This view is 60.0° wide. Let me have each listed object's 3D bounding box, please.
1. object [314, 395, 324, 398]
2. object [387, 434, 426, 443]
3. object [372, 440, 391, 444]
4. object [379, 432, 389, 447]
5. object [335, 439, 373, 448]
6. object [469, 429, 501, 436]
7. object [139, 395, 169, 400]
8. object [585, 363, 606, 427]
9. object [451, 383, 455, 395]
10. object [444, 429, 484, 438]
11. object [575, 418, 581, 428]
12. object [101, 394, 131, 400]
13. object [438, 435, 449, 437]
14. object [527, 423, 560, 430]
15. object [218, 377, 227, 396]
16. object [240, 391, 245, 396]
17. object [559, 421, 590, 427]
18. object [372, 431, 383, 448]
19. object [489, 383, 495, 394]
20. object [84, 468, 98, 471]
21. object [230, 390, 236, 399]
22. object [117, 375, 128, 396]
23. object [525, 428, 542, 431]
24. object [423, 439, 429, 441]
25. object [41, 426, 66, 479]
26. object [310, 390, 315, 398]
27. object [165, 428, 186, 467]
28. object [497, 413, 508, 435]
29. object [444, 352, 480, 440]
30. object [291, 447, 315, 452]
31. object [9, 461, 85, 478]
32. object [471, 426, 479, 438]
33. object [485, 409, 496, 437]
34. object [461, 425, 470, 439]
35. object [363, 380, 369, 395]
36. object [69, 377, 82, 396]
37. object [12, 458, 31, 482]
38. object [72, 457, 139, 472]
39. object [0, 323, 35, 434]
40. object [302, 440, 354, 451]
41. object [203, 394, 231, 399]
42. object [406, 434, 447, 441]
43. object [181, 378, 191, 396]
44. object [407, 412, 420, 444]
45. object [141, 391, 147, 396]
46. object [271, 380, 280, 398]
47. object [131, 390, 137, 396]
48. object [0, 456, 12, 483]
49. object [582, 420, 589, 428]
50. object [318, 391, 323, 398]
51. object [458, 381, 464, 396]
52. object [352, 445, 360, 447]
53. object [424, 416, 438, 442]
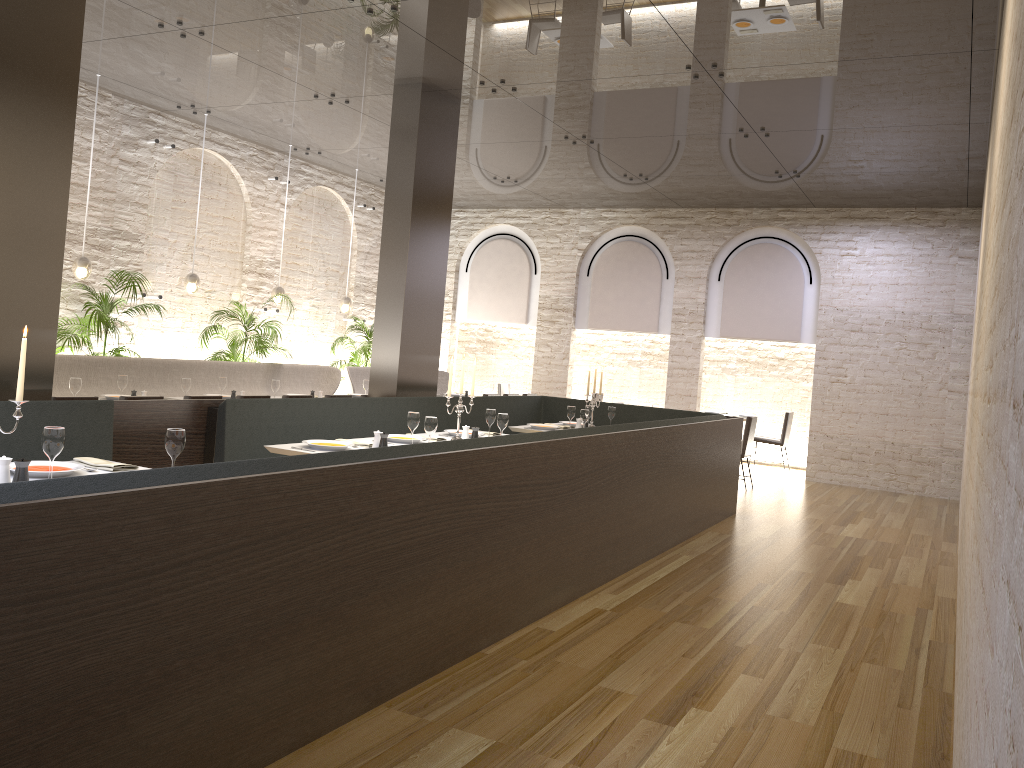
[{"bbox_3d":[-2.189,0.150,10.099,0.273,0.033,0.142,6,2,27],"label":"object"},{"bbox_3d":[-0.764,0.389,6.222,0.321,0.036,0.322,3,3,-43],"label":"object"},{"bbox_3d":[-0.872,0.396,6.029,0.185,0.010,0.017,6,2,27],"label":"object"},{"bbox_3d":[-0.804,0.365,5.547,0.068,0.127,0.069,5,0,-32],"label":"object"},{"bbox_3d":[-1.007,0.390,5.804,0.273,0.033,0.142,6,2,27],"label":"object"},{"bbox_3d":[-0.245,0.402,7.303,0.273,0.033,0.142,6,2,27],"label":"object"},{"bbox_3d":[-3.245,0.133,8.022,0.273,0.033,0.142,6,2,27],"label":"object"},{"bbox_3d":[0.784,0.125,8.501,0.132,0.657,0.389,4,0,38],"label":"object"},{"bbox_3d":[-0.808,0.100,11.811,0.086,0.231,0.086,5,0,-33],"label":"object"},{"bbox_3d":[-0.379,0.395,6.979,0.322,0.036,0.321,5,2,23],"label":"object"},{"bbox_3d":[0.636,0.387,8.442,0.068,0.127,0.069,5,0,-21],"label":"object"},{"bbox_3d":[-3.415,0.122,7.726,0.322,0.036,0.321,5,2,9],"label":"object"},{"bbox_3d":[-0.483,0.403,6.795,0.185,0.010,0.017,6,2,27],"label":"object"},{"bbox_3d":[0.296,0.406,8.307,0.321,0.036,0.322,5,2,3],"label":"object"},{"bbox_3d":[-2.780,0.049,8.491,0.086,0.231,0.086,5,0,-21],"label":"object"},{"bbox_3d":[-2.617,0.118,8.598,0.059,0.109,0.059,5,0,19],"label":"object"},{"bbox_3d":[0.634,0.411,8.971,0.322,0.036,0.321,5,2,23],"label":"object"},{"bbox_3d":[-0.854,0.359,5.628,0.068,0.127,0.069,5,0,-40],"label":"object"},{"bbox_3d":[-0.297,0.108,12.815,0.086,0.231,0.086,5,0,-33],"label":"object"},{"bbox_3d":[-1.919,0.377,3.968,0.181,0.015,0.038,6,2,28],"label":"object"},{"bbox_3d":[-2.700,0.112,8.589,0.059,0.109,0.059,5,0,19],"label":"object"},{"bbox_3d":[-3.294,0.040,7.480,0.086,0.231,0.086,5,0,-15],"label":"object"},{"bbox_3d":[0.194,0.414,8.127,0.185,0.010,0.017,6,2,27],"label":"object"},{"bbox_3d":[-0.676,0.397,6.413,0.181,0.015,0.038,6,2,28],"label":"object"},{"bbox_3d":[-1.847,0.289,3.557,0.086,0.231,0.086,5,0,39],"label":"object"},{"bbox_3d":[-2.170,0.121,9.632,0.059,0.109,0.059,5,0,19],"label":"object"},{"bbox_3d":[-1.465,0.311,3.840,0.086,0.231,0.086,5,0,39],"label":"object"},{"bbox_3d":[-0.075,0.334,6.574,0.086,0.231,0.086,5,0,39],"label":"object"},{"bbox_3d":[-0.363,0.107,6.244,0.132,0.657,0.389,4,0,38],"label":"object"},{"bbox_3d":[-1.245,0.390,5.296,0.185,0.010,0.017,6,2,27],"label":"object"},{"bbox_3d":[-2.003,0.368,3.784,0.321,0.036,0.322,3,3,-43],"label":"object"},{"bbox_3d":[-0.274,0.375,6.548,0.069,0.127,0.068,5,0,21],"label":"object"},{"bbox_3d":[-0.173,0.313,6.947,0.086,0.231,0.086,5,0,39],"label":"object"},{"bbox_3d":[-0.346,0.368,6.588,0.069,0.127,0.068,5,0,21],"label":"object"},{"bbox_3d":[-1.736,0.066,10.546,0.086,0.231,0.086,5,0,-33],"label":"object"},{"bbox_3d":[-3.282,0.069,6.649,0.086,0.231,0.086,5,0,-21],"label":"object"},{"bbox_3d":[-1.889,0.348,3.411,0.069,0.127,0.068,5,0,21],"label":"object"},{"bbox_3d":[-1.877,0.369,4.092,0.273,0.033,0.142,6,2,27],"label":"object"},{"bbox_3d":[-1.923,0.081,3.176,0.132,0.657,0.389,4,0,38],"label":"object"},{"bbox_3d":[-1.138,0.382,5.485,0.322,0.036,0.321,6,2,25],"label":"object"},{"bbox_3d":[-2.890,0.130,8.760,0.322,0.036,0.321,5,2,5],"label":"object"},{"bbox_3d":[-0.634,0.396,6.538,0.273,0.033,0.142,6,2,27],"label":"object"},{"bbox_3d":[-2.863,0.066,7.768,0.086,0.231,0.086,5,0,33],"label":"object"},{"bbox_3d":[-0.671,0.305,5.967,0.086,0.231,0.086,5,0,27],"label":"object"},{"bbox_3d":[-3.143,0.110,7.563,0.059,0.109,0.059,5,0,19],"label":"object"},{"bbox_3d":[-2.349,0.074,8.779,0.086,0.231,0.086,5,0,-21],"label":"object"},{"bbox_3d":[-3.226,0.103,7.555,0.059,0.109,0.059,5,0,19],"label":"object"},{"bbox_3d":[-1.969,0.341,3.425,0.069,0.127,0.068,5,0,21],"label":"object"},{"bbox_3d":[0.696,0.394,8.384,0.068,0.127,0.069,5,0,-21],"label":"object"},{"bbox_3d":[-2.087,0.127,9.641,0.059,0.109,0.059,5,0,19],"label":"object"},{"bbox_3d":[-0.729,0.082,12.527,0.086,0.231,0.086,5,0,-33],"label":"object"},{"bbox_3d":[-1.049,0.391,5.680,0.181,0.015,0.038,6,2,28],"label":"object"},{"bbox_3d":[-0.527,0.326,5.685,0.086,0.231,0.086,5,0,-21],"label":"object"}]
